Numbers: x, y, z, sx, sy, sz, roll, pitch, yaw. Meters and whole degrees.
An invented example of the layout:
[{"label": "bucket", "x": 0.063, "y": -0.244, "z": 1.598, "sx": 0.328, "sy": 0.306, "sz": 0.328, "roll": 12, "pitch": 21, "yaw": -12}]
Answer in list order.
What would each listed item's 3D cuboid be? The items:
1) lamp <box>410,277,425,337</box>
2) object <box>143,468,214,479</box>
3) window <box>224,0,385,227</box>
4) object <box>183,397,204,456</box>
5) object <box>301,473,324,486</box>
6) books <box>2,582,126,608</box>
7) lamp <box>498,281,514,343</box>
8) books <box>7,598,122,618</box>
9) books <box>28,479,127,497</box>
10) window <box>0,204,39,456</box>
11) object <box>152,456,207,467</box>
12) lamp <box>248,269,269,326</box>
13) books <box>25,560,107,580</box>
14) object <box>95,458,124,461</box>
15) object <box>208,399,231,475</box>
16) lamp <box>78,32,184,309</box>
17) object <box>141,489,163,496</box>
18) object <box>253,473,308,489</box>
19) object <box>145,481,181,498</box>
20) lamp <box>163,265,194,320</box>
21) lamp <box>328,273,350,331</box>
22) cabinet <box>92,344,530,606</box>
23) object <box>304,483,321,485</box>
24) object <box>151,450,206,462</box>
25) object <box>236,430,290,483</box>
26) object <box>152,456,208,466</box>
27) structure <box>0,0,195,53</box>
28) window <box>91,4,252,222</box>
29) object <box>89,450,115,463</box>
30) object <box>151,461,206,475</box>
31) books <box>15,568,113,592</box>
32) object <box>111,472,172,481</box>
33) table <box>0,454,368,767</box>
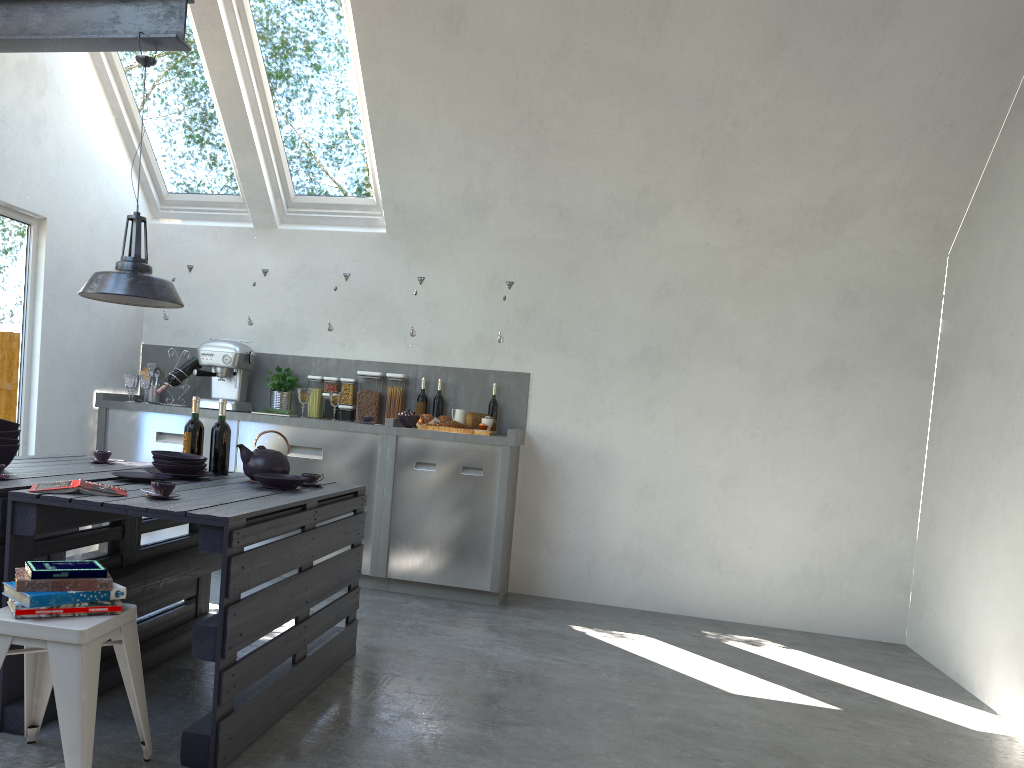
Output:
[{"label": "lamp", "x": -0.624, "y": -0.517, "z": 5.797, "sx": 0.059, "sy": 0.437, "sz": 0.338, "roll": 5, "pitch": 1, "yaw": -3}, {"label": "object", "x": -1.420, "y": 0.384, "z": 3.730, "sx": 0.312, "sy": 0.024, "sz": 0.278, "roll": 3, "pitch": -3, "yaw": 41}, {"label": "window", "x": -1.259, "y": -1.819, "z": 5.467, "sx": 0.849, "sy": 1.394, "sz": 1.445, "roll": 5, "pitch": 0, "yaw": 8}, {"label": "object", "x": -1.462, "y": 0.231, "z": 4.021, "sx": 0.086, "sy": 0.346, "sz": 0.096, "roll": 3, "pitch": 4, "yaw": -42}, {"label": "object", "x": -0.886, "y": 0.420, "z": 3.841, "sx": 0.117, "sy": 0.056, "sz": 0.115, "roll": 5, "pitch": -1, "yaw": 2}, {"label": "books", "x": -1.303, "y": 0.602, "z": 2.547, "sx": 0.209, "sy": 0.034, "sz": 0.268, "roll": 3, "pitch": -3, "yaw": 41}, {"label": "lamp", "x": -0.048, "y": -0.472, "z": 5.661, "sx": 0.061, "sy": 0.439, "sz": 0.325, "roll": 6, "pitch": 1, "yaw": 7}, {"label": "books", "x": -1.305, "y": 0.636, "z": 2.549, "sx": 0.270, "sy": 0.035, "sz": 0.208, "roll": 6, "pitch": -3, "yaw": -34}, {"label": "books", "x": -1.469, "y": 0.348, "z": 2.974, "sx": 0.293, "sy": 0.030, "sz": 0.231, "roll": 6, "pitch": -2, "yaw": -22}, {"label": "window", "x": -3.030, "y": 0.036, "z": 4.873, "sx": 0.060, "sy": 2.137, "sz": 0.962, "roll": 6, "pitch": 2, "yaw": 7}, {"label": "object", "x": -1.416, "y": 0.348, "z": 3.726, "sx": 0.235, "sy": 0.063, "sz": 0.222, "roll": 5, "pitch": -2, "yaw": 14}, {"label": "lamp", "x": -1.756, "y": -0.606, "z": 6.055, "sx": 0.059, "sy": 0.437, "sz": 0.338, "roll": 5, "pitch": 1, "yaw": -3}, {"label": "books", "x": -1.298, "y": 0.540, "z": 2.545, "sx": 0.194, "sy": 0.025, "sz": 0.151, "roll": 6, "pitch": -3, "yaw": -34}, {"label": "object", "x": -1.896, "y": 0.359, "z": 4.119, "sx": 0.129, "sy": 0.013, "sz": 0.028, "roll": 5, "pitch": -1, "yaw": -11}, {"label": "object", "x": -1.332, "y": 0.241, "z": 4.001, "sx": 0.096, "sy": 0.346, "sz": 0.086, "roll": 8, "pitch": 4, "yaw": 43}, {"label": "lamp", "x": -1.559, "y": -0.896, "z": 3.661, "sx": 0.441, "sy": 1.101, "sz": 0.419, "roll": 6, "pitch": 2, "yaw": 10}, {"label": "object", "x": -1.227, "y": 0.371, "z": 2.967, "sx": 0.139, "sy": 0.013, "sz": 0.026, "roll": 3, "pitch": -2, "yaw": 37}, {"label": "object", "x": -0.963, "y": 0.406, "z": 3.633, "sx": 0.216, "sy": 0.047, "sz": 0.242, "roll": 7, "pitch": -3, "yaw": -40}, {"label": "object", "x": -1.185, "y": 0.358, "z": 2.973, "sx": 0.120, "sy": 0.056, "sz": 0.112, "roll": 5, "pitch": -1, "yaw": 17}, {"label": "lamp", "x": -2.366, "y": -0.653, "z": 6.190, "sx": 0.061, "sy": 0.439, "sz": 0.325, "roll": 6, "pitch": 1, "yaw": 7}, {"label": "lamp", "x": -1.181, "y": -0.560, "z": 5.920, "sx": 0.061, "sy": 0.439, "sz": 0.325, "roll": 6, "pitch": 1, "yaw": 7}, {"label": "cabinet", "x": -1.392, "y": 0.541, "z": 5.886, "sx": 2.920, "sy": 1.484, "sz": 0.552, "roll": 5, "pitch": 2, "yaw": 13}, {"label": "object", "x": -0.865, "y": 0.437, "z": 3.804, "sx": 0.029, "sy": 0.013, "sz": 0.127, "roll": 5, "pitch": -2, "yaw": 19}, {"label": "object", "x": -1.421, "y": 0.323, "z": 3.727, "sx": 0.234, "sy": 0.058, "sz": 0.224, "roll": 5, "pitch": -2, "yaw": 10}, {"label": "object", "x": -1.085, "y": 0.320, "z": 3.873, "sx": 0.217, "sy": 0.233, "sz": 0.212, "roll": 5, "pitch": 1, "yaw": 12}, {"label": "object", "x": -1.416, "y": 0.335, "z": 3.729, "sx": 0.236, "sy": 0.063, "sz": 0.221, "roll": 4, "pitch": -2, "yaw": 15}, {"label": "structure", "x": -2.596, "y": -1.599, "z": 3.877, "sx": 2.584, "sy": 0.210, "sz": 0.132, "roll": 4, "pitch": 1, "yaw": 13}, {"label": "window", "x": -2.243, "y": -1.889, "z": 5.700, "sx": 0.849, "sy": 1.401, "sz": 1.452, "roll": 5, "pitch": 0, "yaw": 8}, {"label": "object", "x": -1.911, "y": 0.340, "z": 4.082, "sx": 0.116, "sy": 0.056, "sz": 0.116, "roll": 5, "pitch": -1, "yaw": -3}, {"label": "object", "x": -1.419, "y": 0.363, "z": 3.727, "sx": 0.216, "sy": 0.047, "sz": 0.242, "roll": 7, "pitch": -3, "yaw": -40}, {"label": "books", "x": -1.305, "y": 0.568, "z": 2.545, "sx": 0.243, "sy": 0.032, "sz": 0.183, "roll": 6, "pitch": -2, "yaw": -28}, {"label": "object", "x": -1.467, "y": 0.369, "z": 3.466, "sx": 0.242, "sy": 0.019, "sz": 0.227, "roll": 4, "pitch": -2, "yaw": 14}, {"label": "table", "x": -1.584, "y": 0.772, "z": 3.561, "sx": 1.639, "sy": 0.799, "sz": 1.471, "roll": 5, "pitch": -1, "yaw": 10}]
